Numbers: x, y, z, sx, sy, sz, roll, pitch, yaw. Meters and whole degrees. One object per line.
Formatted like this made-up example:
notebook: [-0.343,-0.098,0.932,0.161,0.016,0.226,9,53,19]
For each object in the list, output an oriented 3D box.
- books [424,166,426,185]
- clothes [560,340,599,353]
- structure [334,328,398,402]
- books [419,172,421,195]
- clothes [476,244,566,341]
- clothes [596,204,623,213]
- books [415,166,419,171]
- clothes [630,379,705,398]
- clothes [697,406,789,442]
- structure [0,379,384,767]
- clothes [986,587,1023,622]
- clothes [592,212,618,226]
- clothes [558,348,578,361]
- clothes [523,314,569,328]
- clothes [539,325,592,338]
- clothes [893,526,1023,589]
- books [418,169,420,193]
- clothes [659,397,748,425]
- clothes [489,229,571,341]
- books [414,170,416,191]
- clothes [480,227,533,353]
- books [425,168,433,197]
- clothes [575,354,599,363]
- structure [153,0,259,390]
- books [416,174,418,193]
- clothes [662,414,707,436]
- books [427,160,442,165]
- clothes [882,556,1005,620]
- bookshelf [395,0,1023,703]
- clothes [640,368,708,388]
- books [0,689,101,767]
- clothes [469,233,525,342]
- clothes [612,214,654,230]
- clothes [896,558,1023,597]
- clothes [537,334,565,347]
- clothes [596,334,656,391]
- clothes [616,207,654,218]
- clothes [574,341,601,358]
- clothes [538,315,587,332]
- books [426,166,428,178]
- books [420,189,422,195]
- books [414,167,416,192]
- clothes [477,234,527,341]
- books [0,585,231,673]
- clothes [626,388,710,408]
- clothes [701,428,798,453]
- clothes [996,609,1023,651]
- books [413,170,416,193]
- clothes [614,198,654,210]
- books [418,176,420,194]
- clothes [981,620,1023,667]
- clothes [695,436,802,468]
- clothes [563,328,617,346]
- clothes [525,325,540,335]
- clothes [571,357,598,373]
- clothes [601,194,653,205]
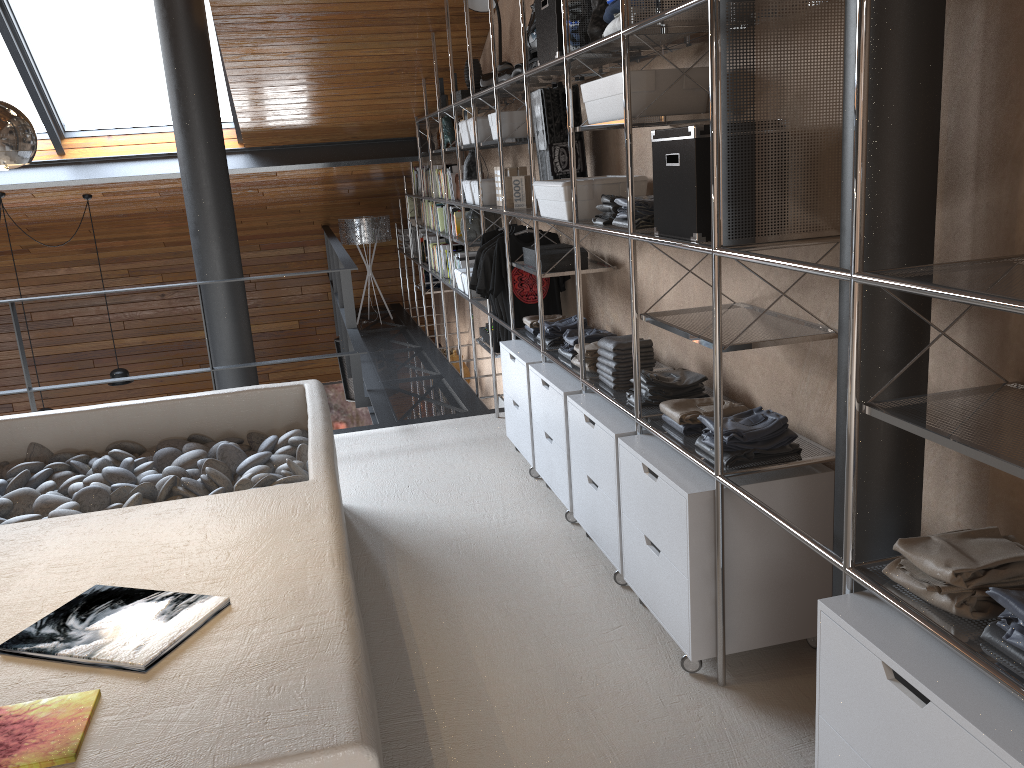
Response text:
books: [-0.627,-1.644,7.153,0.148,0.234,0.033,-7,14,-12]
clothes: [0.313,-0.170,3.723,0.203,0.053,0.198,-6,14,-9]
structure: [-1.497,-0.186,9.319,0.462,0.735,0.488,7,18,36]
books: [-0.713,-1.703,7.466,0.131,0.202,0.068,-7,14,-12]
clothes: [0.050,-0.486,4.643,0.488,0.586,0.074,-9,15,-19]
clothes: [0.427,-0.618,3.126,0.215,0.047,0.191,-7,15,-13]
books: [-0.771,-1.779,7.722,0.143,0.233,0.081,-7,14,-12]
clothes: [0.532,0.004,3.001,0.215,0.047,0.191,-7,15,-13]
clothes: [0.639,0.109,2.430,0.200,0.052,0.194,-7,14,-11]
structure: [-2.735,0.564,2.119,4.614,1.120,2.635,-7,15,-12]
clothes: [0.896,0.355,1.390,0.200,0.052,0.194,-7,14,-11]
clothes: [0.412,-0.592,3.125,0.243,0.045,0.208,-7,15,-13]
clothes: [0.331,-0.148,3.740,0.242,0.048,0.207,-8,15,-15]
clothes: [0.176,-0.309,4.297,0.221,0.050,0.196,-7,14,-10]
clothes: [0.235,-0.243,4.047,0.215,0.047,0.191,-7,15,-12]
clothes: [0.831,0.302,1.598,0.212,0.047,0.187,-7,15,-12]
books: [-0.717,-1.710,7.478,0.137,0.213,0.068,-7,14,-12]
clothes: [0.578,0.076,2.672,0.221,0.050,0.196,-7,14,-10]
clothes: [0.100,-0.435,4.520,0.424,0.689,0.090,-8,15,-13]
books: [-0.785,-1.772,7.768,0.130,0.202,0.063,-7,14,-12]
clothes: [0.014,-0.517,4.868,0.424,0.689,0.090,-8,15,-13]
books: [-0.580,-1.568,6.877,0.131,0.216,0.509,-7,15,-12]
clothes: [0.362,-0.115,3.476,0.229,0.052,0.199,-6,14,-9]
structure: [-1.723,0.090,5.508,1.197,5.697,1.690,-7,14,-12]
books: [-0.753,-1.705,7.553,0.111,0.171,0.056,-7,14,-12]
clothes: [0.594,0.104,2.684,0.248,0.043,0.190,-5,14,-4]
books: [-0.585,-1.625,6.996,0.143,0.268,0.020,-7,14,-12]
clothes: [0.843,0.353,1.619,0.238,0.053,0.212,-8,15,-14]
bookshelf: [0.274,0.001,4.247,0.421,6.216,10.743,-7,15,-12]
clothes: [0.527,-0.022,2.977,0.200,0.052,0.194,-7,15,-11]
books: [-0.817,0.572,1.431,0.251,0.013,0.188,-7,15,-12]
clothes: [0.006,-0.528,4.821,0.488,0.586,0.074,-9,15,-19]
clothes: [0.472,-0.538,2.874,0.243,0.045,0.208,-7,15,-12]
clothes: [0.828,0.331,1.593,0.229,0.052,0.199,-6,14,-9]
clothes: [0.254,-0.221,4.060,0.243,0.045,0.208,-7,15,-12]
clothes: [0.418,-0.084,3.215,0.184,0.172,0.201,-7,14,-10]
clothes: [0.453,-0.559,2.862,0.215,0.047,0.191,-7,15,-12]
clothes: [0.365,-0.144,3.481,0.212,0.047,0.187,-7,15,-12]
clothes: [0.237,-0.276,4.056,0.200,0.052,0.194,-7,14,-11]
books: [-0.598,-1.602,6.981,0.129,0.231,0.010,-7,14,-12]
books: [-0.704,-1.699,7.423,0.133,0.215,0.070,-7,14,-12]
books: [-0.774,-1.791,7.791,0.161,0.228,0.080,-7,14,-12]
clothes: [0.065,-0.505,4.712,0.488,0.586,0.074,-9,15,-19]
books: [-0.789,0.482,1.778,0.347,0.019,0.261,1,15,18]
clothes: [0.518,0.030,3.000,0.243,0.045,0.208,-7,15,-13]
clothes: [0.637,0.142,2.422,0.215,0.047,0.191,-7,15,-12]
clothes: [0.895,0.389,1.381,0.215,0.047,0.191,-7,15,-12]
books: [-0.791,-1.795,7.832,0.149,0.202,0.067,-7,15,-13]
clothes: [0.455,-0.593,2.870,0.200,0.052,0.194,-7,14,-11]
books: [-0.722,-1.705,7.496,0.138,0.189,0.065,-7,14,-12]
clothes: [0.913,0.410,1.394,0.243,0.045,0.208,-7,15,-12]
clothes: [0.656,0.164,2.435,0.243,0.045,0.208,-7,15,-12]
clothes: [0.328,-0.200,3.717,0.204,0.049,0.184,-7,15,-13]
clothes: [0.192,-0.281,4.309,0.248,0.043,0.190,-5,14,-4]
clothes: [0.377,-0.093,3.502,0.238,0.053,0.212,-8,15,-14]
clothes: [0.422,-0.644,3.102,0.200,0.052,0.194,-7,15,-11]
